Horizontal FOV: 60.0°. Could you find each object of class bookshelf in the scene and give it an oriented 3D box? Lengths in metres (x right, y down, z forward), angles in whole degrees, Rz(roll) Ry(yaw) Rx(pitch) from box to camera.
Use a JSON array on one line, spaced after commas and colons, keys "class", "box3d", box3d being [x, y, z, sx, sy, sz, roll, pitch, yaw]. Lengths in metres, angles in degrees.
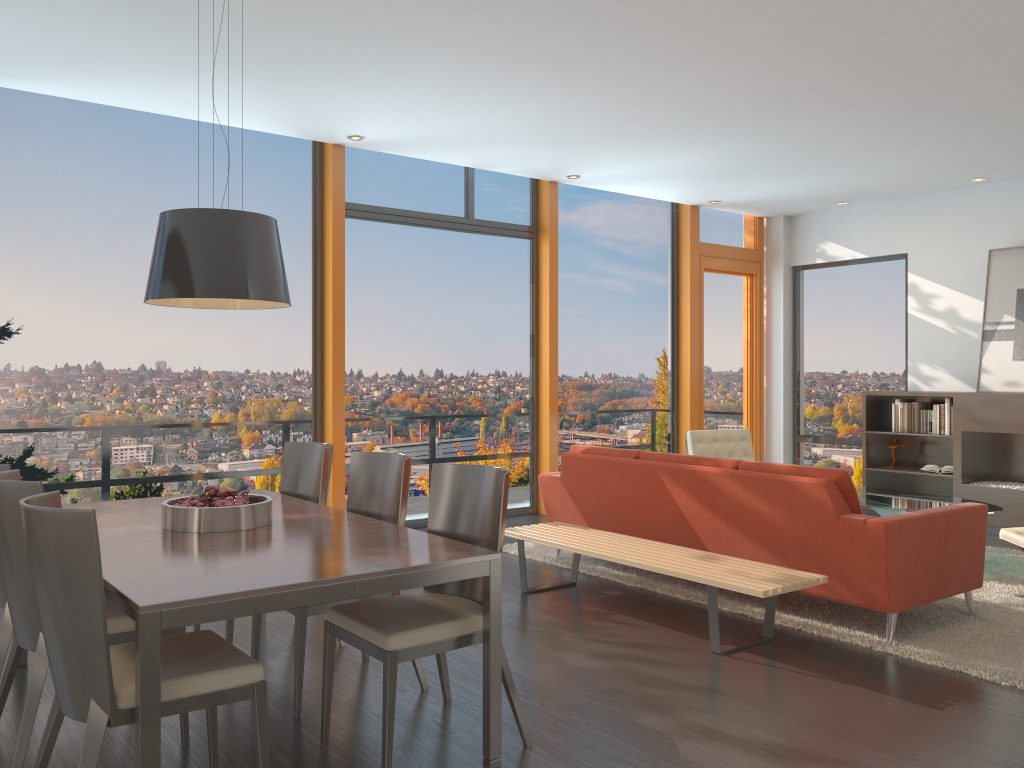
[{"class": "bookshelf", "box3d": [4.696, 0.663, 7.554, 0.570, 1.163, 3.387, 0, 0, -37]}]

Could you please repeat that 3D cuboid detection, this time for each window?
[{"class": "window", "box3d": [-0.610, -0.431, 7.857, 2.104, 3.346, 0.070, 0, 0, -37]}, {"class": "window", "box3d": [-2.703, -0.417, 6.277, 2.924, 3.346, 0.070, 0, 0, -37]}, {"class": "window", "box3d": [2.397, -0.450, 10.008, 1.156, 3.346, 0.211, 0, 0, -37]}, {"class": "window", "box3d": [1.054, -0.442, 9.113, 1.844, 3.346, 0.070, 0, 0, -37]}, {"class": "window", "box3d": [3.685, -0.444, 9.680, 0.065, 3.340, 1.410, 0, 0, -37]}]

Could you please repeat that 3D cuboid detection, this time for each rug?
[{"class": "rug", "box3d": [2.239, 1.252, 6.077, 2.984, 0.043, 3.772, 0, 1, -37]}]

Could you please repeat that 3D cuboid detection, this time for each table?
[{"class": "table", "box3d": [-1.149, 0.951, 3.518, 1.171, 0.764, 2.151, 0, 1, -37]}, {"class": "table", "box3d": [2.470, 1.025, 6.382, 0.947, 0.464, 1.999, 0, 1, -36]}]

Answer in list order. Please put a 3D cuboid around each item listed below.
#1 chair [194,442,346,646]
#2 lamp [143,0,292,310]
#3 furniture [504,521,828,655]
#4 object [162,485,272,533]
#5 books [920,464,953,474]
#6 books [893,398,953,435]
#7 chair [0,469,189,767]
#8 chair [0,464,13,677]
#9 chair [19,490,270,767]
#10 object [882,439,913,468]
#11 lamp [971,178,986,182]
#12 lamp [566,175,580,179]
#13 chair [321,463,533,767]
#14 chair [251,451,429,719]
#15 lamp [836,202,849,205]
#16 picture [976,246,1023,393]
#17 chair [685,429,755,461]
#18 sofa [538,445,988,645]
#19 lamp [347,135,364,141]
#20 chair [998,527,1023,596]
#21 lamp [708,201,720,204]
[{"class": "chair", "box3d": [-1.187, 0.790, 4.376, 0.614, 0.968, 0.548, 0, 0, -37]}, {"class": "lamp", "box3d": [-1.181, -1.112, 3.579, 0.567, 1.580, 0.567, 0, 0, -8]}, {"class": "furniture", "box3d": [0.708, 1.089, 4.882, 0.492, 0.357, 2.005, 0, 1, -37]}, {"class": "object", "box3d": [-1.195, 0.491, 3.604, 0.427, 0.154, 0.427, 0, 0, 7]}, {"class": "books", "box3d": [4.029, 0.797, 8.310, 0.336, 0.064, 0.234, 0, 1, 33]}, {"class": "books", "box3d": [3.957, 0.294, 8.373, 0.324, 0.339, 0.592, 0, 0, -37]}, {"class": "chair", "box3d": [-1.550, 0.800, 3.199, 0.614, 0.968, 0.548, 0, 0, -37]}, {"class": "chair", "box3d": [-1.971, 0.795, 3.756, 0.614, 0.968, 0.548, 0, 0, -37]}, {"class": "chair", "box3d": [-1.089, 0.805, 2.588, 0.614, 0.968, 0.548, 0, 0, -37]}, {"class": "object", "box3d": [3.771, 0.682, 8.708, 0.201, 0.290, 0.245, 0, 0, -17]}, {"class": "lamp", "box3d": [4.349, -1.903, 8.265, 0.129, 0.010, 0.129, 0, 1, 8]}, {"class": "lamp", "box3d": [0.565, -1.902, 8.155, 0.129, 0.010, 0.129, 0, 1, 8]}, {"class": "chair", "box3d": [-0.305, 0.800, 3.208, 0.614, 0.968, 0.548, 0, 0, -37]}, {"class": "chair", "box3d": [-0.726, 0.795, 3.765, 0.614, 0.968, 0.548, 0, 0, -37]}, {"class": "lamp", "box3d": [3.498, -1.913, 9.393, 0.129, 0.010, 0.129, 0, 1, 8]}, {"class": "picture", "box3d": [4.736, -0.585, 7.748, 0.269, 1.338, 1.208, 0, 0, -37]}, {"class": "chair", "box3d": [1.983, 0.821, 7.744, 0.700, 0.817, 0.707, 0, 0, -27]}, {"class": "sofa", "box3d": [1.346, 0.837, 5.445, 1.038, 0.852, 2.597, 0, 0, -37]}, {"class": "lamp", "box3d": [-1.202, -1.891, 6.821, 0.129, 0.010, 0.129, 0, 1, 8]}, {"class": "chair", "box3d": [3.288, 0.845, 4.976, 0.700, 0.817, 0.707, 0, 0, -17]}, {"class": "lamp", "box3d": [2.129, -1.913, 9.335, 0.129, 0.010, 0.129, 0, 1, 8]}]
